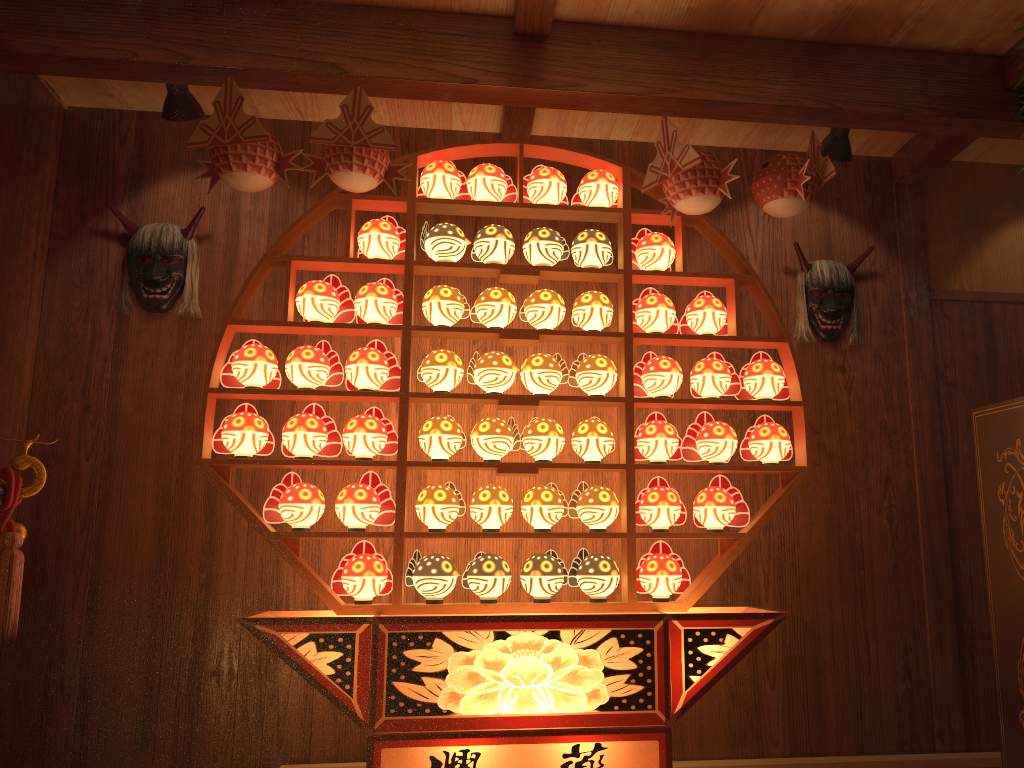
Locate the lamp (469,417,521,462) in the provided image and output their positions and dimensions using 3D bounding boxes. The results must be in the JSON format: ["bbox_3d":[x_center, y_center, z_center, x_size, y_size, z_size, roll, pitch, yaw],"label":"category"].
[{"bbox_3d":[-0.072,0.180,2.881,0.162,0.161,0.135,7,-13,-30],"label":"lamp"}]

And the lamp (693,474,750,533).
[{"bbox_3d":[0.668,0.394,2.934,0.194,0.200,0.161,-6,-13,28],"label":"lamp"}]

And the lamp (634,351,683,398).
[{"bbox_3d":[0.513,-0.036,2.996,0.194,0.187,0.153,6,-12,-25],"label":"lamp"}]

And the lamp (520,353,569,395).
[{"bbox_3d":[0.091,-0.035,2.949,0.162,0.167,0.134,10,-14,-40],"label":"lamp"}]

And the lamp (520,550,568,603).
[{"bbox_3d":[0.092,0.611,2.815,0.136,0.167,0.161,-5,-12,24],"label":"lamp"}]

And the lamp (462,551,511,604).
[{"bbox_3d":[-0.069,0.610,2.791,0.143,0.161,0.152,6,-12,-25],"label":"lamp"}]

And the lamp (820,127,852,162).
[{"bbox_3d":[1.214,-0.914,3.336,0.133,0.177,0.177,-2,-11,14],"label":"lamp"}]

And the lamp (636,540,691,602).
[{"bbox_3d":[0.482,0.606,2.869,0.193,0.197,0.158,-1,-11,9],"label":"lamp"}]

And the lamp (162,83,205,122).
[{"bbox_3d":[-1.123,-0.972,3.026,0.138,0.176,0.171,4,-12,-19],"label":"lamp"}]

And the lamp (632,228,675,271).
[{"bbox_3d":[0.503,-0.475,3.079,0.205,0.200,0.153,5,-12,-21],"label":"lamp"}]

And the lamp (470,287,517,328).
[{"bbox_3d":[-0.050,-0.254,2.961,0.143,0.161,0.152,6,-12,-25],"label":"lamp"}]

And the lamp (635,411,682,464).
[{"bbox_3d":[0.486,0.175,2.950,0.188,0.195,0.157,0,-11,4],"label":"lamp"}]

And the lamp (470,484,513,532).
[{"bbox_3d":[-0.066,0.394,2.831,0.140,0.161,0.156,1,-11,-5],"label":"lamp"}]

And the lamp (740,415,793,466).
[{"bbox_3d":[0.875,0.186,3.001,0.182,0.192,0.157,0,-11,4],"label":"lamp"}]

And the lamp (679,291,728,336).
[{"bbox_3d":[0.672,-0.253,3.059,0.187,0.195,0.158,-1,-11,9],"label":"lamp"}]

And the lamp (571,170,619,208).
[{"bbox_3d":[0.304,-0.691,3.093,0.190,0.188,0.157,1,-11,-1],"label":"lamp"}]

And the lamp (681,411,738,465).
[{"bbox_3d":[0.694,0.178,2.978,0.205,0.200,0.153,5,-12,-21],"label":"lamp"}]

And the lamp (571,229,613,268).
[{"bbox_3d":[0.273,-0.468,3.046,0.138,0.173,0.158,-1,-11,9],"label":"lamp"}]

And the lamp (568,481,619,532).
[{"bbox_3d":[0.286,0.398,2.881,0.144,0.173,0.151,10,-14,-40],"label":"lamp"}]

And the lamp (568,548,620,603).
[{"bbox_3d":[0.283,0.613,2.842,0.144,0.173,0.151,10,-14,-40],"label":"lamp"}]

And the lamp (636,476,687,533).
[{"bbox_3d":[0.487,0.392,2.908,0.185,0.194,0.157,0,-11,4],"label":"lamp"}]

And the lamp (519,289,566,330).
[{"bbox_3d":[0.115,-0.253,2.983,0.143,0.167,0.152,6,-12,-25],"label":"lamp"}]

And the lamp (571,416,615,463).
[{"bbox_3d":[0.264,0.181,2.919,0.138,0.173,0.158,-1,-11,9],"label":"lamp"}]

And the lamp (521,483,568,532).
[{"bbox_3d":[0.095,0.396,2.857,0.136,0.167,0.161,-5,-12,24],"label":"lamp"}]

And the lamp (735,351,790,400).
[{"bbox_3d":[0.867,-0.034,3.043,0.198,0.200,0.158,-1,-11,9],"label":"lamp"}]

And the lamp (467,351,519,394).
[{"bbox_3d":[-0.048,-0.037,2.924,0.153,0.161,0.143,-5,-12,24],"label":"lamp"}]

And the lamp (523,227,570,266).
[{"bbox_3d":[0.102,-0.468,3.029,0.135,0.167,0.162,-7,-13,34],"label":"lamp"}]

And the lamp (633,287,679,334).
[{"bbox_3d":[0.494,-0.260,3.035,0.202,0.200,0.156,2,-11,-6],"label":"lamp"}]

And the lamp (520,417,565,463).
[{"bbox_3d":[0.107,0.180,2.898,0.142,0.167,0.153,4,-12,-20],"label":"lamp"}]

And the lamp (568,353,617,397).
[{"bbox_3d":[0.289,-0.034,2.967,0.144,0.173,0.152,8,-14,-35],"label":"lamp"}]

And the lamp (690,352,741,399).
[{"bbox_3d":[0.676,-0.034,3.020,0.176,0.191,0.161,-5,-12,24],"label":"lamp"}]

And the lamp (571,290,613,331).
[{"bbox_3d":[0.275,-0.252,3.003,0.140,0.173,0.157,0,-11,0],"label":"lamp"}]

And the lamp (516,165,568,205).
[{"bbox_3d":[0.124,-0.701,3.070,0.204,0.200,0.154,3,-11,-16],"label":"lamp"}]
